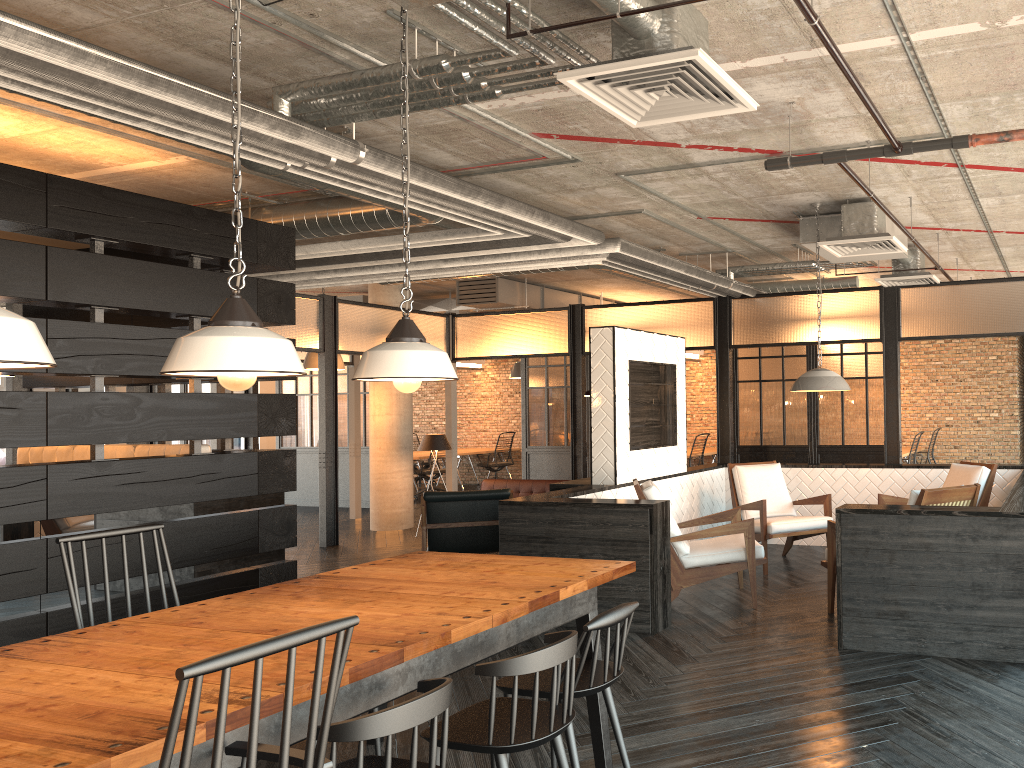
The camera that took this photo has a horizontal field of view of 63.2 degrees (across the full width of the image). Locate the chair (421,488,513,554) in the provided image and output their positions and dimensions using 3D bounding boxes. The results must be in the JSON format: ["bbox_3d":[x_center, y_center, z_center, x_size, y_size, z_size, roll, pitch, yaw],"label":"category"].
[{"bbox_3d":[-0.348,1.287,7.333,0.794,0.795,0.967,-1,-2,-5],"label":"chair"}]

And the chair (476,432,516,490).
[{"bbox_3d":[-0.317,1.425,15.502,0.622,1.062,0.777,-2,-1,29],"label":"chair"}]

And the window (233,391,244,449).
[{"bbox_3d":[-6.231,0.649,15.955,0.217,2.873,2.806,-1,-1,33],"label":"window"}]

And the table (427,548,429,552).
[{"bbox_3d":[-0.431,1.543,8.656,0.645,0.372,0.783,-2,-2,24],"label":"table"}]

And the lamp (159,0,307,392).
[{"bbox_3d":[-0.815,-0.846,2.447,0.423,1.736,0.309,0,-1,-43],"label":"lamp"}]

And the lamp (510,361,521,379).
[{"bbox_3d":[0.182,-0.843,13.150,0.478,1.502,0.412,-1,-1,-10],"label":"lamp"}]

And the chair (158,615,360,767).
[{"bbox_3d":[-0.613,0.981,1.579,0.436,1.032,0.514,-1,-1,28],"label":"chair"}]

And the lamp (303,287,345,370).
[{"bbox_3d":[-2.176,-0.917,9.601,0.478,1.502,0.412,-1,-1,-10],"label":"lamp"}]

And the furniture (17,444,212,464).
[{"bbox_3d":[-2.885,1.047,5.651,1.682,1.260,0.659,-2,-1,23],"label":"furniture"}]

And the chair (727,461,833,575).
[{"bbox_3d":[2.419,1.187,7.613,0.812,0.906,0.827,0,-2,-21],"label":"chair"}]

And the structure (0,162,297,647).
[{"bbox_3d":[-5.766,0.310,4.230,5.442,2.741,6.152,-2,-2,28],"label":"structure"}]

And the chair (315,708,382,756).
[{"bbox_3d":[-0.788,1.192,3.366,0.397,0.737,0.420,-1,-1,28],"label":"chair"}]

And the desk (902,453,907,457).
[{"bbox_3d":[4.923,1.362,11.489,0.710,0.720,1.851,-2,-2,32],"label":"desk"}]

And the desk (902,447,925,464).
[{"bbox_3d":[5.948,1.394,13.032,0.710,0.720,1.851,-2,-2,32],"label":"desk"}]

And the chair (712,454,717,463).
[{"bbox_3d":[3.624,1.298,13.965,0.622,1.062,0.777,-2,-1,29],"label":"chair"}]

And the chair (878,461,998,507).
[{"bbox_3d":[3.682,1.150,7.226,1.027,0.906,0.657,-1,-1,-14],"label":"chair"}]

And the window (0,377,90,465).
[{"bbox_3d":[-7.985,0.594,13.314,0.217,2.873,2.806,-1,-1,33],"label":"window"}]

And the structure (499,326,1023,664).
[{"bbox_3d":[2.381,0.560,6.910,3.530,2.114,4.157,-2,-2,28],"label":"structure"}]

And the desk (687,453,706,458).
[{"bbox_3d":[2.231,1.449,12.539,0.710,0.720,1.851,-2,-2,32],"label":"desk"}]

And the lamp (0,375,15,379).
[{"bbox_3d":[-3.195,-0.537,5.132,0.177,1.050,0.210,-1,-1,21],"label":"lamp"}]

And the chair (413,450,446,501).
[{"bbox_3d":[-1.354,1.393,13.940,0.622,1.062,0.777,-2,-1,29],"label":"chair"}]

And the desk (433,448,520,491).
[{"bbox_3d":[-0.684,1.608,15.618,0.710,0.720,1.851,-2,-2,32],"label":"desk"}]

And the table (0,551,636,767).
[{"bbox_3d":[-1.125,1.123,1.937,1.054,0.791,4.223,-2,-2,33],"label":"table"}]

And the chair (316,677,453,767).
[{"bbox_3d":[-0.385,1.143,2.133,0.397,0.737,0.420,-1,-1,28],"label":"chair"}]

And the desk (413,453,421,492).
[{"bbox_3d":[-2.383,1.598,14.338,0.710,0.720,1.851,-2,-2,32],"label":"desk"}]

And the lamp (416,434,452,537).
[{"bbox_3d":[-0.706,1.193,10.063,0.918,1.178,0.501,-1,-1,-15],"label":"lamp"}]

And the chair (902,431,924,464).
[{"bbox_3d":[5.278,1.179,11.354,0.622,1.062,0.777,-2,-1,29],"label":"chair"}]

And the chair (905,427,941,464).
[{"bbox_3d":[6.315,1.211,12.915,0.622,1.062,0.777,-2,-1,29],"label":"chair"}]

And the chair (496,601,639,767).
[{"bbox_3d":[0.201,1.167,3.039,0.413,0.725,0.420,-1,-1,28],"label":"chair"}]

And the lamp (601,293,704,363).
[{"bbox_3d":[2.310,-0.838,13.373,0.264,0.857,3.844,-2,-2,34],"label":"lamp"}]

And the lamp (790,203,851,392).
[{"bbox_3d":[2.525,-0.716,6.849,0.438,1.544,0.581,-2,-1,36],"label":"lamp"}]

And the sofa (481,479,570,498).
[{"bbox_3d":[0.140,1.431,9.544,1.448,0.637,0.750,-2,-2,24],"label":"sofa"}]

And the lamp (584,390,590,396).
[{"bbox_3d":[0.732,0.051,7.142,0.241,0.171,0.184,-1,-1,-7],"label":"lamp"}]

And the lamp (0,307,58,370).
[{"bbox_3d":[-1.233,-0.859,1.818,0.312,1.736,0.420,-2,-1,40],"label":"lamp"}]

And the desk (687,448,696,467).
[{"bbox_3d":[2.583,1.503,14.344,0.710,0.720,1.851,-2,-2,32],"label":"desk"}]

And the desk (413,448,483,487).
[{"bbox_3d":[-1.358,1.630,15.881,0.710,0.720,1.851,-2,-2,32],"label":"desk"}]

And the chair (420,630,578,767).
[{"bbox_3d":[-0.019,1.151,2.593,0.397,0.737,0.420,-1,-1,28],"label":"chair"}]

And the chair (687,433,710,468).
[{"bbox_3d":[2.587,1.265,12.404,0.622,1.062,0.777,-2,-1,29],"label":"chair"}]

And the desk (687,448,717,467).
[{"bbox_3d":[3.257,1.481,14.082,0.710,0.720,1.851,-2,-2,32],"label":"desk"}]

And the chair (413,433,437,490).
[{"bbox_3d":[-1.762,1.470,15.997,0.622,1.062,0.777,-2,-1,29],"label":"chair"}]

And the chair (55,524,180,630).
[{"bbox_3d":[-1.260,1.039,2.951,0.436,1.032,0.514,-1,-1,28],"label":"chair"}]

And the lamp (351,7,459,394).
[{"bbox_3d":[-0.397,-0.833,3.076,0.423,1.736,0.309,0,-1,-43],"label":"lamp"}]

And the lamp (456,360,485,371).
[{"bbox_3d":[-1.630,-0.711,14.910,0.264,0.857,3.844,-2,-2,34],"label":"lamp"}]

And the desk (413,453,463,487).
[{"bbox_3d":[-1.710,1.576,14.075,0.710,0.720,1.851,-2,-2,32],"label":"desk"}]

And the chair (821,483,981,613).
[{"bbox_3d":[2.659,1.117,5.652,0.823,0.906,0.812,0,-2,-26],"label":"chair"}]

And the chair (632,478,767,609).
[{"bbox_3d":[1.378,1.160,6.192,0.981,0.906,0.693,-1,-1,-4],"label":"chair"}]
